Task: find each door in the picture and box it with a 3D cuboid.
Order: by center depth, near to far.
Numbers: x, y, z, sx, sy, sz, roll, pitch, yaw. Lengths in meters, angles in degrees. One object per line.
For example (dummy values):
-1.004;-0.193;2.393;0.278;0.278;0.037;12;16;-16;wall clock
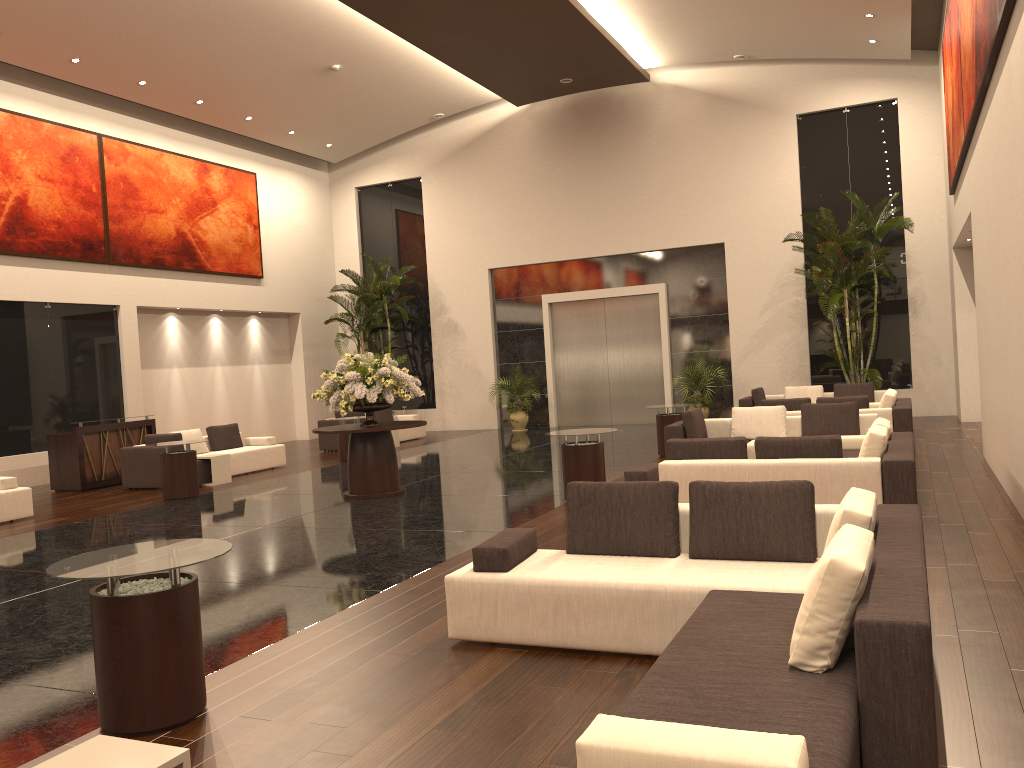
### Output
2.305;-0.534;21.278;2.767;3.048;0.040;-3;1;24;door

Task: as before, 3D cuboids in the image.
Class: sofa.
0.497;1.070;4.071;2.586;0.862;3.366;-3;1;24;sofa
2.657;0.822;8.959;2.586;0.862;3.366;-3;1;24;sofa
-7.194;1.407;10.455;1.291;0.862;2.846;-3;1;24;sofa
3.459;0.715;11.467;2.846;0.862;1.291;-3;1;24;sofa
4.966;0.559;14.135;2.586;0.862;3.366;-3;1;24;sofa
-5.089;1.167;15.175;1.291;0.862;2.846;-3;1;24;sofa
5.767;0.451;16.642;2.846;0.862;1.291;-3;1;24;sofa
-2.977;0.926;19.910;1.291;0.862;2.846;-3;1;24;sofa

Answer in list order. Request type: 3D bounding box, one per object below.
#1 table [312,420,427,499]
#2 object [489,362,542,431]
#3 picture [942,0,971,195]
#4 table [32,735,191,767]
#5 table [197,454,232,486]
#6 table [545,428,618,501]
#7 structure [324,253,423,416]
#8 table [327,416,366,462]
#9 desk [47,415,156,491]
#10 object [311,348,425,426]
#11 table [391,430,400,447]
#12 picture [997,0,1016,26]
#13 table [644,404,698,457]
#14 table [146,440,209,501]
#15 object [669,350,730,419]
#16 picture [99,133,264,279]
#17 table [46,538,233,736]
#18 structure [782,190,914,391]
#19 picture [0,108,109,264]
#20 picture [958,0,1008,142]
-1.860;1.010;11.815;1.498;0.921;1.498;-3;1;15;table
0.147;0.286;21.385;1.373;1.682;1.297;-4;2;-33;object
6.553;-4.399;13.144;0.070;2.526;4.515;-3;1;24;picture
-1.280;1.415;2.741;0.400;0.460;0.400;-3;1;24;table
-4.796;1.374;14.195;0.400;0.460;0.400;-3;1;24;table
0.822;0.942;10.176;0.833;0.795;0.844;-4;1;-15;table
-3.352;-0.985;22.425;2.436;4.611;2.531;-4;1;-4;structure
-3.019;1.036;16.631;0.833;0.795;0.844;-4;1;-15;table
-6.918;1.155;15.118;0.760;1.114;1.634;-3;1;24;desk
-1.900;0.003;11.779;1.453;1.097;1.402;-4;1;-20;object
-2.684;1.133;18.930;0.400;0.460;0.400;-3;1;24;table
2.875;-3.980;4.897;0.070;2.526;4.515;-3;1;24;picture
2.555;0.743;14.130;0.833;0.795;0.844;-4;1;-15;table
-4.752;1.235;12.677;0.833;0.795;0.844;-4;1;-15;table
4.074;0.081;19.565;1.373;1.682;1.297;-4;1;-28;object
-6.993;-3.687;19.222;0.070;2.526;4.515;-3;1;24;picture
-1.780;1.239;4.344;0.844;0.795;0.833;-4;1;-27;table
6.822;-1.517;17.703;2.436;4.611;2.531;-4;1;-4;structure
-8.833;-3.477;15.097;0.070;2.526;4.515;-3;1;24;picture
4.713;-4.189;9.018;0.070;2.526;4.515;-3;1;24;picture
